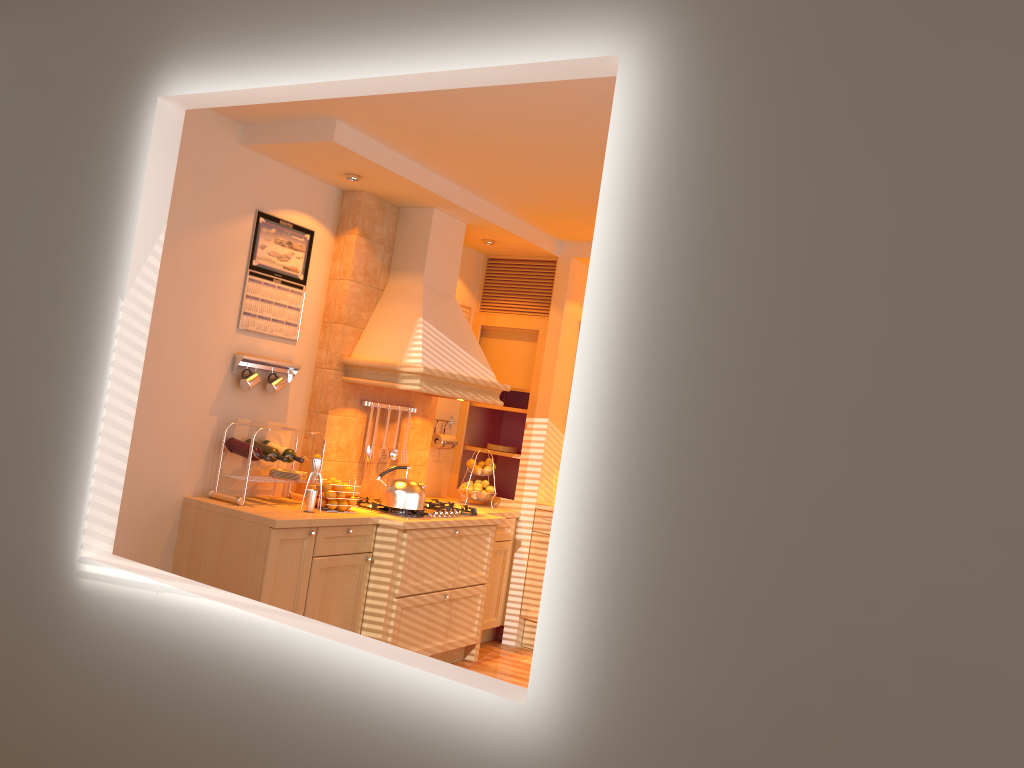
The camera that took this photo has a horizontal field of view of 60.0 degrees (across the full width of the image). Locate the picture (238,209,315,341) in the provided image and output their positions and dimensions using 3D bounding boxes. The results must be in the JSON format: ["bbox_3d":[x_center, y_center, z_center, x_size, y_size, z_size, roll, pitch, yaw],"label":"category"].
[{"bbox_3d":[-1.218,-0.553,4.614,0.009,0.605,0.417,7,-3,31],"label":"picture"}]

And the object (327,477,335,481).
[{"bbox_3d":[-0.941,0.519,4.642,0.059,0.060,0.050,9,-2,-10],"label":"object"}]

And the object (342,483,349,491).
[{"bbox_3d":[-0.877,0.541,4.631,0.063,0.053,0.051,8,-2,4],"label":"object"}]

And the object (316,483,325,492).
[{"bbox_3d":[-0.973,0.528,4.545,0.063,0.051,0.053,7,-3,36],"label":"object"}]

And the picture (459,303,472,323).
[{"bbox_3d":[-0.411,-0.311,6.022,0.007,0.491,0.366,7,-3,31],"label":"picture"}]

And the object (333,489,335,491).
[{"bbox_3d":[-0.944,0.547,4.602,0.061,0.051,0.055,9,-2,-15],"label":"object"}]

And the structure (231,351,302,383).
[{"bbox_3d":[-1.261,-0.082,4.580,0.069,0.118,0.405,7,-3,31],"label":"structure"}]

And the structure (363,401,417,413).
[{"bbox_3d":[-0.715,0.137,5.253,0.009,0.024,0.506,7,-3,31],"label":"structure"}]

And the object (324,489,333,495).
[{"bbox_3d":[-0.935,0.559,4.542,0.051,0.053,0.064,9,-2,-7],"label":"object"}]

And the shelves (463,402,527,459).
[{"bbox_3d":[0.005,0.528,6.313,0.600,0.702,0.582,7,-3,31],"label":"shelves"}]

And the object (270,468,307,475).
[{"bbox_3d":[-1.158,0.457,4.604,0.172,0.011,0.163,8,-2,0],"label":"object"}]

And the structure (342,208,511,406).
[{"bbox_3d":[1.157,-0.187,5.032,4.091,1.148,1.061,8,-2,4],"label":"structure"}]

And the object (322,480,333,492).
[{"bbox_3d":[-0.934,0.520,4.507,0.057,0.060,0.052,9,-3,-21],"label":"object"}]

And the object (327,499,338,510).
[{"bbox_3d":[-0.911,0.610,4.500,0.052,0.057,0.060,9,-2,-8],"label":"object"}]

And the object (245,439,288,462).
[{"bbox_3d":[-1.233,0.339,4.461,0.282,0.095,0.076,7,-3,31],"label":"object"}]

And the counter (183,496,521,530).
[{"bbox_3d":[-0.687,0.721,5.022,0.770,0.038,2.250,7,-3,31],"label":"counter"}]

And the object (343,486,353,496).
[{"bbox_3d":[-0.848,0.555,4.581,0.053,0.052,0.061,8,-2,4],"label":"object"}]

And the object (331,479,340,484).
[{"bbox_3d":[-0.910,0.519,4.572,0.063,0.053,0.051,9,-2,-8],"label":"object"}]

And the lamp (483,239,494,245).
[{"bbox_3d":[-0.151,-0.920,5.757,0.070,0.021,0.070,8,-2,14],"label":"lamp"}]

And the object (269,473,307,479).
[{"bbox_3d":[-1.161,0.477,4.603,0.172,0.011,0.163,8,-2,0],"label":"object"}]

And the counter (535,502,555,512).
[{"bbox_3d":[1.073,0.926,5.633,1.800,0.038,0.600,7,-3,31],"label":"counter"}]

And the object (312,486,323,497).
[{"bbox_3d":[-1.006,0.553,4.574,0.060,0.055,0.053,7,-3,34],"label":"object"}]

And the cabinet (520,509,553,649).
[{"bbox_3d":[1.566,1.075,5.313,3.000,1.700,0.625,7,-3,31],"label":"cabinet"}]

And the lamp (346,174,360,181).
[{"bbox_3d":[-0.824,-1.068,4.594,0.070,0.021,0.070,8,-2,14],"label":"lamp"}]

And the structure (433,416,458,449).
[{"bbox_3d":[-0.457,0.324,5.959,0.126,0.220,0.320,7,-3,31],"label":"structure"}]

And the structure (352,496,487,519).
[{"bbox_3d":[-0.555,0.701,5.093,0.494,0.051,0.797,7,-3,31],"label":"structure"}]

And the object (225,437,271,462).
[{"bbox_3d":[-1.291,0.327,4.361,0.282,0.095,0.076,7,-3,31],"label":"object"}]

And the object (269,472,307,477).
[{"bbox_3d":[-1.160,0.471,4.603,0.172,0.011,0.163,8,-2,0],"label":"object"}]

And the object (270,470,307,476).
[{"bbox_3d":[-1.159,0.464,4.604,0.172,0.011,0.163,8,-2,0],"label":"object"}]

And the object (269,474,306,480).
[{"bbox_3d":[-1.162,0.484,4.603,0.172,0.011,0.163,8,-2,0],"label":"object"}]

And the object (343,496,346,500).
[{"bbox_3d":[-0.893,0.585,4.603,0.062,0.053,0.051,8,-2,-1],"label":"object"}]

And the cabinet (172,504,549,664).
[{"bbox_3d":[-0.443,1.207,5.167,1.141,0.840,2.850,7,-3,31],"label":"cabinet"}]

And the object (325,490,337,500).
[{"bbox_3d":[-0.918,0.561,4.487,0.063,0.051,0.053,10,-3,-41],"label":"object"}]

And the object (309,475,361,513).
[{"bbox_3d":[-0.918,0.561,4.580,0.207,0.174,0.189,11,-3,-44],"label":"object"}]

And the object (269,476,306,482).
[{"bbox_3d":[-1.163,0.490,4.602,0.172,0.011,0.163,8,-2,0],"label":"object"}]

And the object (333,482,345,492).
[{"bbox_3d":[-0.882,0.524,4.519,0.053,0.051,0.063,7,-3,38],"label":"object"}]

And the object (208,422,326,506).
[{"bbox_3d":[-1.221,0.409,4.510,0.221,0.379,0.572,7,-3,31],"label":"object"}]

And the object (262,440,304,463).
[{"bbox_3d":[-1.175,0.352,4.560,0.282,0.095,0.076,7,-3,31],"label":"object"}]
